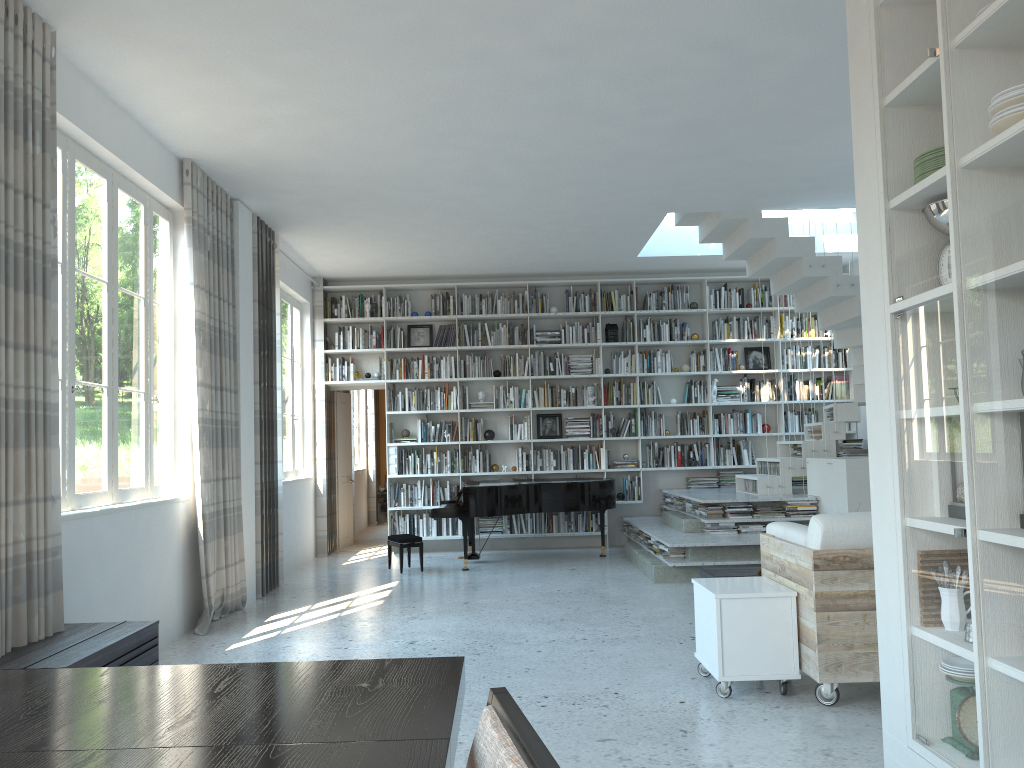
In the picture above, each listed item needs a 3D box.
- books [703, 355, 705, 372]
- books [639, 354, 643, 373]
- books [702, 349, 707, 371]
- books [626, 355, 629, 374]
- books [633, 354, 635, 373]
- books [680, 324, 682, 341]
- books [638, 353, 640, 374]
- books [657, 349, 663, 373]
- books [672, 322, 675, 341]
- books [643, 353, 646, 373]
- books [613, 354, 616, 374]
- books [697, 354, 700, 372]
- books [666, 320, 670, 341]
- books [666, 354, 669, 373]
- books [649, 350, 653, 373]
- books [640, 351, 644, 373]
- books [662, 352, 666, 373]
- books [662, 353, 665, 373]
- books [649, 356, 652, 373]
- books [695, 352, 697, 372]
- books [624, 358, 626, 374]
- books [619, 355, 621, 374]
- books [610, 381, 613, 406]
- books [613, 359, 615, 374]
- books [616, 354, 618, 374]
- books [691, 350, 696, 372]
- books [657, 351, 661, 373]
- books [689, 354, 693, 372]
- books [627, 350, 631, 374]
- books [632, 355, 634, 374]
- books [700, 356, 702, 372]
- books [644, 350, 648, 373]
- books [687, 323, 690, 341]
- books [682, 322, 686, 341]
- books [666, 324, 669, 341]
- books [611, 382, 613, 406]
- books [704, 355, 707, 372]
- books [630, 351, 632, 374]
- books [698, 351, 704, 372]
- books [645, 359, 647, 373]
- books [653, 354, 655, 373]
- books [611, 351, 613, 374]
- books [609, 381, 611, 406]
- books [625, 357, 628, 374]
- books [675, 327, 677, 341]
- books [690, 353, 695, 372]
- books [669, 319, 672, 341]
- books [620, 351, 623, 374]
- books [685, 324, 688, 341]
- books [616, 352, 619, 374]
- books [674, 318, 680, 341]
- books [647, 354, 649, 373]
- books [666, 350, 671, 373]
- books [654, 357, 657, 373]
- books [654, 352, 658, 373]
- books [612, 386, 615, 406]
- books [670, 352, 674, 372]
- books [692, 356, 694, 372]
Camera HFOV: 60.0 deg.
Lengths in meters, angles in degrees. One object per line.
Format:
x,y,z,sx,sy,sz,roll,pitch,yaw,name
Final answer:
2.258,-0.232,10.530,0.013,0.204,0.174,-2,-4,-1,books
1.525,-0.230,10.546,0.030,0.242,0.138,-2,-4,-1,books
2.290,-0.270,10.530,0.005,0.277,0.182,-2,-4,-1,books
1.371,-0.222,10.528,0.024,0.233,0.149,-2,-4,-1,books
1.440,-0.226,10.528,0.026,0.237,0.173,-2,-4,-1,books
1.993,-0.595,10.557,0.030,0.213,0.157,-2,-4,-1,books
1.483,-0.235,10.522,0.028,0.251,0.190,-2,-4,-1,books
1.757,-0.263,10.543,0.027,0.295,0.159,-2,-4,-1,books
1.906,-0.606,10.550,0.030,0.237,0.186,-2,-4,-1,books
1.561,-0.235,10.526,0.014,0.247,0.176,-2,-4,-1,books
1.221,-0.222,10.537,0.024,0.242,0.159,-2,-4,-1,books
2.202,-0.241,10.547,0.016,0.228,0.160,-2,-4,-1,books
1.854,-0.617,10.556,0.012,0.264,0.156,-2,-4,-1,books
1.831,-0.234,10.534,0.021,0.232,0.183,-2,-4,-1,books
1.649,-0.255,10.519,0.014,0.280,0.177,-2,-4,-1,books
1.547,-0.249,10.543,0.014,0.278,0.154,-2,-4,-1,books
1.808,-0.248,10.548,0.024,0.262,0.133,-2,-4,-1,books
1.784,-0.240,10.527,0.025,0.244,0.183,-2,-4,-1,books
1.629,-0.220,10.537,0.026,0.215,0.161,-2,-4,-1,books
2.174,-0.249,10.546,0.016,0.243,0.151,-2,-4,-1,books
1.332,-0.203,10.519,0.027,0.196,0.185,-2,-4,-1,books
1.280,-0.221,10.527,0.023,0.236,0.178,-2,-4,-1,books
1.169,0.120,10.498,0.035,0.293,0.145,-2,-4,-1,books
1.203,-0.194,10.515,0.028,0.185,0.181,-2,-4,-1,books
1.239,-0.226,10.532,0.028,0.250,0.164,-2,-4,-1,books
2.159,-0.261,10.535,0.015,0.267,0.164,-2,-4,-1,books
1.729,-0.248,10.517,0.030,0.263,0.182,-2,-4,-1,books
2.127,-0.235,10.551,0.015,0.220,0.140,-2,-4,-1,books
1.388,-0.252,10.532,0.028,0.293,0.154,-2,-4,-1,books
1.421,-0.223,10.513,0.028,0.229,0.177,-2,-4,-1,books
2.229,-0.230,10.541,0.013,0.202,0.173,-2,-4,-1,books
1.595,-0.252,10.556,0.014,0.283,0.135,-2,-4,-1,books
2.094,-0.605,10.574,0.026,0.229,0.140,-2,-4,-1,books
2.035,-0.608,10.546,0.054,0.235,0.171,-2,-4,-1,books
1.843,-0.596,10.553,0.011,0.222,0.159,-2,-4,-1,books
1.181,0.121,10.513,0.035,0.293,0.145,-2,-4,-1,books
2.282,-0.234,10.534,0.012,0.206,0.169,-2,-4,-1,books
1.404,-0.245,10.530,0.025,0.277,0.173,-2,-4,-1,books
2.243,-0.258,10.532,0.016,0.256,0.176,-2,-4,-1,books
1.579,-0.201,10.536,0.021,0.178,0.136,-2,-4,-1,books
1.667,-0.233,10.524,0.022,0.237,0.164,-2,-4,-1,books
1.189,-0.243,10.539,0.018,0.285,0.159,-2,-4,-1,books
1.156,0.122,10.512,0.035,0.293,0.145,-2,-4,-1,books
1.353,-0.211,10.521,0.029,0.211,0.158,-2,-4,-1,books
1.936,-0.578,10.554,0.027,0.181,0.176,-2,-4,-1,books
2.146,-0.242,10.546,0.012,0.232,0.154,-2,-4,-1,books
1.884,-0.627,10.570,0.012,0.285,0.159,-2,-4,-1,books
1.296,-0.243,10.507,0.028,0.275,0.187,-2,-4,-1,books
2.058,-0.599,10.555,0.048,0.216,0.182,-2,-4,-1,books
1.253,-0.240,10.534,0.019,0.275,0.146,-2,-4,-1,books
1.963,-0.631,10.544,0.029,0.285,0.183,-2,-4,-1,books
1.610,-0.230,10.535,0.013,0.236,0.157,-2,-4,-1,books
1.853,-0.256,10.524,0.024,0.272,0.169,-2,-4,-1,books
1.691,-0.212,10.532,0.025,0.194,0.171,-2,-4,-1,books
1.708,-0.243,10.540,0.011,0.256,0.131,-2,-4,-1,books
1.202,0.150,10.502,0.015,0.231,0.180,-2,-4,-1,books
1.892,-0.246,10.547,0.034,0.254,0.161,-2,-4,-1,books
2.138,-0.228,10.547,0.005,0.205,0.154,-2,-4,-1,books
